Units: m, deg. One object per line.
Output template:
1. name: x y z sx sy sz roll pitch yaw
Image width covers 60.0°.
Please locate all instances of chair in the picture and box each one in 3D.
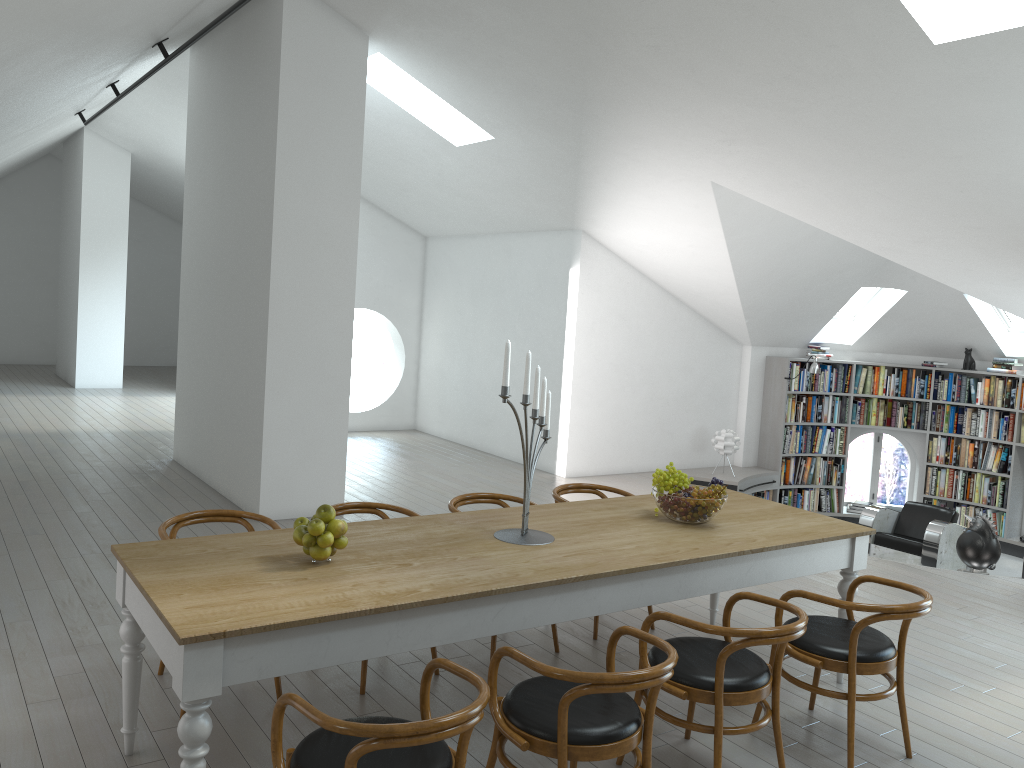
1. chair: 0.502 1.004 5.196 0.527 0.733 0.623 1 5 -31
2. chair: -0.377 1.190 2.539 0.527 0.733 0.623 0 5 -38
3. chair: -0.074 1.008 4.750 0.527 0.733 0.623 1 5 -35
4. chair: 4.064 1.598 8.964 0.741 0.718 0.825 0 6 -40
5. chair: -0.682 1.005 4.351 0.527 0.733 0.623 0 5 -39
6. chair: 0.225 1.192 2.941 0.527 0.733 0.623 1 5 -31
7. chair: -1.316 0.997 3.998 0.527 0.733 0.623 1 5 -32
8. chair: 0.790 1.186 3.403 0.527 0.733 0.623 1 5 -38
9. chair: 1.421 1.194 3.765 0.527 0.733 0.623 1 5 -35

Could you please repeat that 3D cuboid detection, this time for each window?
1. window: 5.508 1.198 10.628 3.237 1.149 0.617 8 6 41
2. window: 5.237 -0.927 9.589 1.932 0.712 4.064 0 6 -34

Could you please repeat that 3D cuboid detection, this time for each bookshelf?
1. bookshelf: 5.122 0.835 9.696 2.108 1.877 4.343 1 6 -35

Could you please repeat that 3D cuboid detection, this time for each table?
1. table: 0.124 1.062 3.904 3.348 0.797 1.021 0 6 -35

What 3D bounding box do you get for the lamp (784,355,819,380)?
1. lamp: 3.428 -0.192 10.438 0.116 0.311 0.415 1 5 -38

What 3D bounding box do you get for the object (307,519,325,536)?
1. object: -0.712 0.522 3.223 0.062 0.059 0.062 1 5 -34

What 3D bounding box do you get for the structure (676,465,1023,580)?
1. structure: 3.938 1.595 8.961 4.711 0.692 4.717 5 5 10

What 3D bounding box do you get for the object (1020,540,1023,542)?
1. object: 5.917 1.787 10.008 0.213 0.036 0.227 2 5 -18

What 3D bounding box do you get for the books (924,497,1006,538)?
1. books: 5.426 1.570 10.572 1.021 0.306 0.288 8 6 40

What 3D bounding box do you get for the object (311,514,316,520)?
1. object: -0.732 0.518 3.341 0.053 0.057 0.058 2 5 -20

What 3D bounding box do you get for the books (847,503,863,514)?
1. books: 4.415 1.579 11.167 0.366 0.042 0.388 6 6 22

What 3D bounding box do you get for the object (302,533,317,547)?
1. object: -0.739 0.569 3.233 0.053 0.053 0.051 0 6 -43

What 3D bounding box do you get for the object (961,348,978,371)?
1. object: 5.451 -0.294 10.534 0.202 0.264 0.147 0 5 -38

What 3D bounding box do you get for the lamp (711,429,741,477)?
1. lamp: 2.439 0.781 10.146 0.306 0.524 0.305 7 5 44

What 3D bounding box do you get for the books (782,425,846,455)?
1. books: 3.632 0.672 10.884 1.019 0.358 0.261 2 4 -18

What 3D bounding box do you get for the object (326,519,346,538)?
1. object: -0.651 0.536 3.284 0.066 0.071 0.072 6 5 25

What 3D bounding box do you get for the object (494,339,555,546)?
1. object: 0.045 0.234 3.750 0.266 0.873 0.775 6 5 29

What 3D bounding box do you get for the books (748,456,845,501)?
1. books: 3.350 1.215 10.825 1.640 0.694 0.391 1 4 -25

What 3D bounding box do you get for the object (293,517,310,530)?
1. object: -0.789 0.532 3.331 0.063 0.063 0.062 5 5 18

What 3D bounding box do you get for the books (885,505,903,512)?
1. books: 4.748 1.590 10.988 0.291 0.099 0.319 0 6 -33

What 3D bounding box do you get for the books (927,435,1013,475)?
1. books: 5.479 0.824 10.526 0.999 0.351 0.297 8 6 39

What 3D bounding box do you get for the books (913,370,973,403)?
1. books: 5.215 0.026 10.746 0.683 0.345 0.265 7 5 32

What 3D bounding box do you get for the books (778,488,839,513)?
1. books: 3.631 1.412 10.981 0.918 0.319 0.283 2 4 -16

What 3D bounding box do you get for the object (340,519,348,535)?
1. object: -0.659 0.546 3.357 0.072 0.064 0.071 0 6 -41

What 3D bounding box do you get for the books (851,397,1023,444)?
1. books: 5.256 0.435 10.523 2.533 0.370 0.591 7 6 36

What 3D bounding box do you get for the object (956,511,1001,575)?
1. object: 3.735 1.297 7.095 0.320 0.561 0.321 6 4 28

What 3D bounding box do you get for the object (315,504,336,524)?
1. object: -0.694 0.485 3.299 0.072 0.074 0.072 1 5 -34

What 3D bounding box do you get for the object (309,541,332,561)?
1. object: -0.706 0.614 3.271 0.080 0.074 0.078 4 4 10

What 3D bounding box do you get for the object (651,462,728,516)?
1. object: 0.854 0.530 4.310 0.394 0.284 0.293 5 5 19

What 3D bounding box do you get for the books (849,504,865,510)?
1. books: 4.417 1.545 11.165 0.269 0.031 0.286 7 6 32

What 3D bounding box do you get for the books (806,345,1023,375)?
1. books: 4.996 -0.283 10.566 2.817 0.173 0.748 6 6 26

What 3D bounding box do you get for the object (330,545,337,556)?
1. object: -0.684 0.624 3.335 0.051 0.050 0.050 1 5 -31

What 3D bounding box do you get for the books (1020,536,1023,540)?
1. books: 5.918 1.756 10.006 0.253 0.029 0.269 -1 7 -44

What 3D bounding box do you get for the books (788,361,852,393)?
1. books: 3.679 -0.091 10.868 1.032 0.361 0.301 2 5 -18

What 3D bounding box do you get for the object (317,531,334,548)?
1. object: -0.681 0.568 3.234 0.062 0.059 0.062 1 5 -30

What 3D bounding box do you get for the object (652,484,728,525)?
1. object: 0.853 0.596 4.284 0.360 0.159 0.360 7 6 36

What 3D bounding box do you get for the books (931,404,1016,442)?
1. books: 5.531 0.446 10.534 1.030 0.358 0.300 8 6 41

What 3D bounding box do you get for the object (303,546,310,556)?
1. object: -0.753 0.612 3.328 0.064 0.063 0.063 2 5 -23

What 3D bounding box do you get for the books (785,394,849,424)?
1. books: 3.667 0.294 10.910 1.087 0.347 0.304 2 5 -19

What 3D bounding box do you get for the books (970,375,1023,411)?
1. books: 5.920 0.134 9.940 0.393 0.366 1.569 1 6 -29

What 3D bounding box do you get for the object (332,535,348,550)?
1. object: -0.642 0.590 3.308 0.059 0.056 0.060 0 6 -40

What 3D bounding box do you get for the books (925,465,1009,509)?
1. books: 5.466 1.210 10.541 1.033 0.357 0.292 8 6 40

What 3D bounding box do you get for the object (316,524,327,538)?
1. object: -0.721 0.561 3.373 0.071 0.072 0.070 5 5 20

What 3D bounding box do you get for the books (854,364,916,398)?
1. books: 4.570 -0.046 10.958 0.793 0.372 0.269 4 4 9

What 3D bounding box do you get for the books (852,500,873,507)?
1. books: 4.419 1.514 11.163 0.214 0.036 0.227 7 6 32

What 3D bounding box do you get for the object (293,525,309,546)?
1. object: -0.771 0.561 3.278 0.076 0.076 0.077 5 5 22
